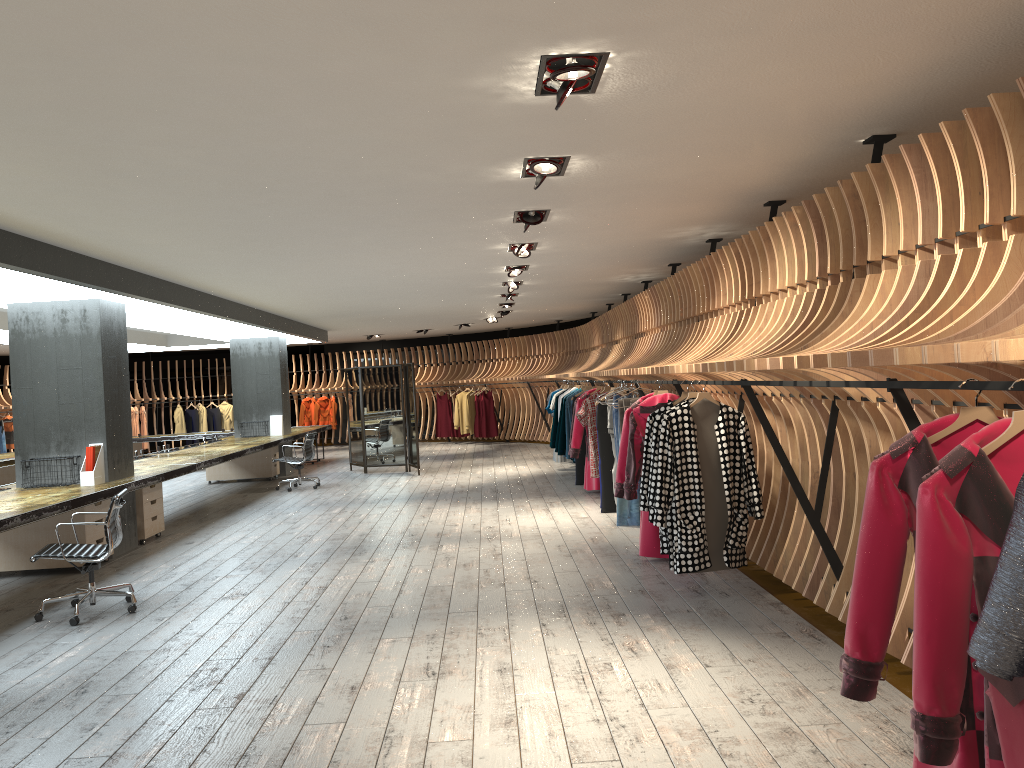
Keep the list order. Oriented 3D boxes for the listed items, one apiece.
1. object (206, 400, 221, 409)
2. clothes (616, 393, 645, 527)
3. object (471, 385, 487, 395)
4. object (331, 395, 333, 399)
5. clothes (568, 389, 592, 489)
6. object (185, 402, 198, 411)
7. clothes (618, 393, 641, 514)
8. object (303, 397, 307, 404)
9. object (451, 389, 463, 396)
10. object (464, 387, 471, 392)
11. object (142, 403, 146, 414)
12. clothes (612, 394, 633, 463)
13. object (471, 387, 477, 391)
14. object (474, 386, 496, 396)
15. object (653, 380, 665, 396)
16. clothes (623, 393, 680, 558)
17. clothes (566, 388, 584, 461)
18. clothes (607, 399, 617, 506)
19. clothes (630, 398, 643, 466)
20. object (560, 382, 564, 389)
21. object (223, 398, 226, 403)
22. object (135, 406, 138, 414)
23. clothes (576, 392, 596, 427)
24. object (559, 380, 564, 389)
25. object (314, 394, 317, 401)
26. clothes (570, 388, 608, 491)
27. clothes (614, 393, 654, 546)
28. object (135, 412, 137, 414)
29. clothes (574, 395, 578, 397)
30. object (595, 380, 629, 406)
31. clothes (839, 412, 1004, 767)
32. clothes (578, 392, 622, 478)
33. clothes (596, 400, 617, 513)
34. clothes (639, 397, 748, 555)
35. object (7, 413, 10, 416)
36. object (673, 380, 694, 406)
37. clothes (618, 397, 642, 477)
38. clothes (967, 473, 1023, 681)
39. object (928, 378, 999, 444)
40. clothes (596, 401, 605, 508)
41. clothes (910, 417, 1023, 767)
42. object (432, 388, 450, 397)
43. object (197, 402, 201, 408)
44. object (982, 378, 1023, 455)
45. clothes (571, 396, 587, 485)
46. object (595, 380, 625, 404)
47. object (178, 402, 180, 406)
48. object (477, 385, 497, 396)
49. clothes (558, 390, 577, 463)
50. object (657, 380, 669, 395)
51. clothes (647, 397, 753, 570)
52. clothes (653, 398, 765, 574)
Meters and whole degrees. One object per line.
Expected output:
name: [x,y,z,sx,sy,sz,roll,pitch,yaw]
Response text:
object: [-7.778,0.524,23.003,0.525,0.270,0.012,-3,-1,23]
clothes: [1.192,0.863,8.876,0.373,1.536,0.312,-3,-1,10]
object: [-0.755,0.134,21.187,0.525,0.270,0.012,-3,-1,-27]
object: [-4.725,0.347,23.304,0.012,0.270,0.525,-3,0,-22]
clothes: [1.143,0.703,11.569,0.840,1.312,0.321,-3,-1,-3]
object: [-8.249,0.552,22.827,0.525,0.270,0.012,-3,0,33]
clothes: [1.238,0.740,9.024,0.277,1.292,0.316,-3,-1,-38]
object: [-5.391,0.385,23.360,0.012,0.270,0.525,-3,0,13]
object: [-1.291,0.162,21.733,0.525,0.270,0.012,-3,0,-37]
object: [-1.073,0.147,21.522,0.525,0.270,0.012,-3,-1,-2]
object: [-9.278,0.612,22.270,0.012,0.270,0.525,-3,0,-37]
clothes: [1.202,0.854,9.168,0.277,1.543,0.316,-3,-1,-3]
object: [-0.925,0.139,21.357,0.012,0.270,0.525,-4,0,38]
object: [-0.646,0.129,21.069,0.525,0.270,0.012,-3,-1,-2]
object: [1.244,0.101,7.458,0.525,0.270,0.012,-3,-1,18]
clothes: [1.274,0.726,7.144,0.839,1.312,0.321,-3,-1,27]
clothes: [1.115,0.590,12.802,0.715,1.088,0.257,-3,-1,4]
clothes: [1.167,0.724,9.420,0.278,1.141,0.172,-3,-1,5]
clothes: [1.313,0.504,8.421,0.336,0.776,0.255,-3,-1,14]
object: [0.954,0.064,16.126,0.525,0.270,0.012,-3,-1,-12]
object: [-7.487,0.505,23.108,0.525,0.270,0.012,-3,-1,23]
object: [-9.421,0.620,22.191,0.012,0.270,0.525,-3,0,-32]
clothes: [1.154,0.597,10.661,0.760,1.020,0.187,-3,-1,-1]
object: [0.957,0.063,16.271,0.525,0.270,0.012,-3,-1,13]
object: [-5.201,0.374,23.367,0.012,0.270,0.525,-3,0,3]
clothes: [1.150,0.705,11.279,0.839,1.312,0.321,-3,-1,7]
clothes: [1.264,0.724,7.432,0.839,1.312,0.321,-3,-1,17]
object: [-9.518,0.626,22.121,0.525,0.270,0.012,-3,0,33]
clothes: [1.128,0.825,12.517,0.539,1.353,0.087,-3,-1,23]
object: [1.166,0.089,9.732,0.525,0.270,0.012,-3,-1,-2]
clothes: [1.405,0.741,2.622,0.839,1.312,0.321,-3,-1,27]
clothes: [1.146,0.596,10.438,0.760,1.030,0.179,-3,-1,-16]
clothes: [1.211,0.836,9.730,0.539,1.353,0.087,-3,-1,-2]
clothes: [1.282,0.670,6.378,0.772,1.161,0.191,-3,-1,19]
object: [-11.377,0.744,20.039,0.525,0.270,0.012,-3,-1,28]
object: [1.273,0.104,6.398,0.525,0.270,0.012,-3,-1,18]
clothes: [1.185,0.517,8.591,0.278,0.767,0.263,-3,-1,6]
clothes: [1.388,0.488,1.960,0.745,0.854,0.166,-3,-1,43]
object: [1.389,0.117,2.645,0.525,0.270,0.012,-3,-1,28]
clothes: [1.188,0.836,9.933,0.539,1.353,0.087,-4,-1,38]
clothes: [1.485,0.743,2.346,0.840,1.317,0.318,-3,-1,6]
object: [-1.749,0.186,22.083,0.525,0.270,0.012,-3,-1,-2]
object: [-8.069,0.542,22.911,0.525,0.270,0.012,-3,0,43]
object: [1.405,0.128,2.372,0.523,0.291,0.015,-3,-1,8]
clothes: [1.115,0.826,12.324,0.539,1.353,0.087,-3,-1,3]
object: [1.152,0.089,9.945,0.525,0.270,0.012,-3,0,38]
object: [-8.532,0.569,22.702,0.012,0.270,0.525,-3,0,-37]
object: [-0.586,0.126,20.988,0.525,0.270,0.012,-3,-1,-27]
clothes: [1.101,0.617,13.116,0.913,1.081,0.238,-3,-1,-2]
object: [1.219,0.104,7.135,0.525,0.270,0.012,-3,-1,28]
clothes: [1.304,0.670,6.087,0.773,1.161,0.191,-3,-1,-1]
clothes: [1.298,0.672,5.862,0.773,1.161,0.191,-3,-1,-11]
